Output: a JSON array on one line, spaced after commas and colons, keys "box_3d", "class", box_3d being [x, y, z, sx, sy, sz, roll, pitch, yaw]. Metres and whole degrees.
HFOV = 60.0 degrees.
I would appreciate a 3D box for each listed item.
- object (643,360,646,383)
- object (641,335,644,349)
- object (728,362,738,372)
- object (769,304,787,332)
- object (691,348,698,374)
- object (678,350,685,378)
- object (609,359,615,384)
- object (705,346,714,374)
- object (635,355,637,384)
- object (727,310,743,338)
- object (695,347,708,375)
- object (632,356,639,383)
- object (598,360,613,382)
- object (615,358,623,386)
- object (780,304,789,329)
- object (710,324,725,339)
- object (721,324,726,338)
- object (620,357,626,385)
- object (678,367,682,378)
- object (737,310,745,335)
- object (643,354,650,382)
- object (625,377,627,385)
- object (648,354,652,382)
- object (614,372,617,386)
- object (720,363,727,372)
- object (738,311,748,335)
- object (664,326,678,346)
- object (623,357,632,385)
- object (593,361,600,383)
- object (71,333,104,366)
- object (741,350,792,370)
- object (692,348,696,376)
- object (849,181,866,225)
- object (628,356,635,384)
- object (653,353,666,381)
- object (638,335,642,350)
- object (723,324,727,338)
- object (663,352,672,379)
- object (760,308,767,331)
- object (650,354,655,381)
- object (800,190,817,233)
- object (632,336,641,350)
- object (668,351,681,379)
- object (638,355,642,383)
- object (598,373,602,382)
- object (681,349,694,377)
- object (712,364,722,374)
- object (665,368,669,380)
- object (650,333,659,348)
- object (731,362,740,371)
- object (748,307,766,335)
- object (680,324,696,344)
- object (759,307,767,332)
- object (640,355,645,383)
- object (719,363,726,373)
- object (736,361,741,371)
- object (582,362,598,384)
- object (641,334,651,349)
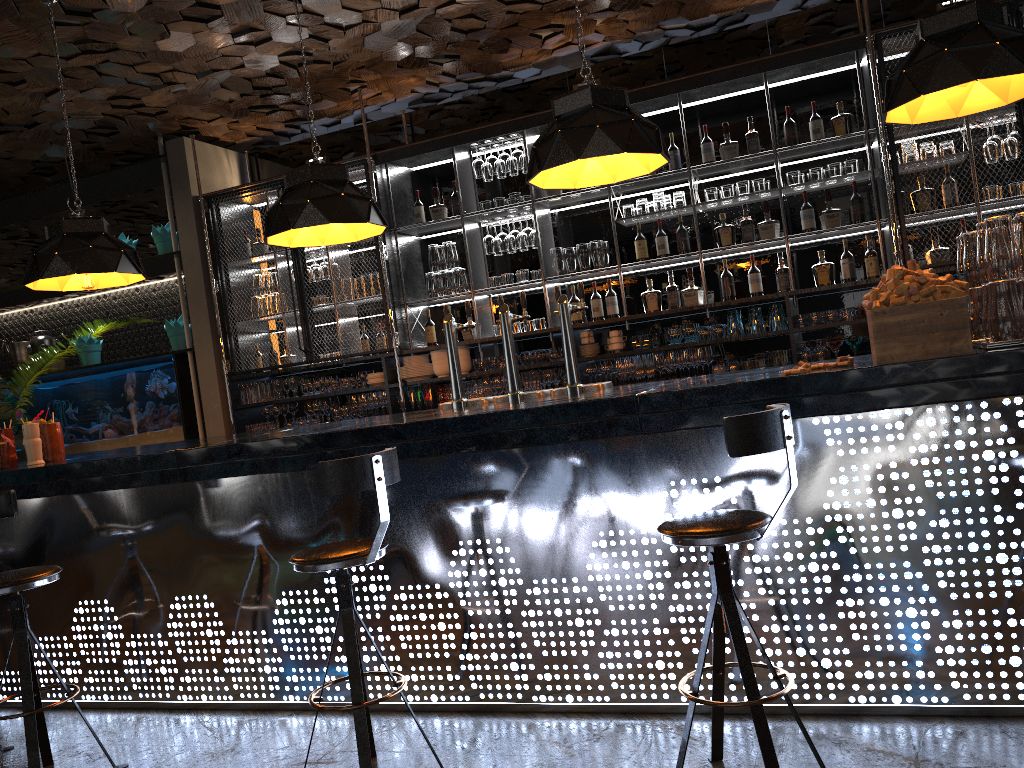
[{"box_3d": [0.939, -0.092, 6.344, 0.049, 0.231, 0.049, -8, 1, 10], "class": "object"}, {"box_3d": [0.934, -0.296, 6.281, 0.058, 0.099, 0.067, -7, 1, 23], "class": "object"}, {"box_3d": [1.477, -0.093, 5.938, 0.067, 0.099, 0.067, -8, 1, -8], "class": "object"}, {"box_3d": [1.724, -0.435, 5.784, 0.115, 0.172, 0.101, -8, 1, -40], "class": "object"}, {"box_3d": [1.281, -0.135, 6.153, 0.091, 0.229, 0.091, -8, 1, 14], "class": "object"}, {"box_3d": [1.193, -0.123, 6.188, 0.091, 0.229, 0.091, -8, 1, -37], "class": "object"}, {"box_3d": [0.712, -0.060, 6.377, 0.108, 0.227, 0.108, -8, 1, -15], "class": "object"}, {"box_3d": [1.380, -0.149, 6.241, 0.091, 0.229, 0.091, -8, 1, 18], "class": "object"}, {"box_3d": [0.886, -0.086, 6.374, 0.058, 0.234, 0.058, -8, 1, -2], "class": "object"}, {"box_3d": [1.469, -0.401, 5.883, 0.101, 0.172, 0.115, -8, 1, -40], "class": "object"}, {"box_3d": [1.294, -0.135, 6.026, 0.091, 0.229, 0.091, -8, 1, -7], "class": "object"}, {"box_3d": [0.870, -0.080, 6.164, 0.049, 0.231, 0.049, -7, 1, 32], "class": "object"}, {"box_3d": [0.669, -0.052, 6.267, 0.108, 0.227, 0.108, -8, 1, -9], "class": "object"}, {"box_3d": [0.754, -0.067, 6.217, 0.058, 0.234, 0.058, -8, 1, -27], "class": "object"}, {"box_3d": [1.771, -0.442, 5.892, 0.115, 0.172, 0.101, -8, 1, 5], "class": "object"}, {"box_3d": [1.377, -0.351, 5.944, 0.098, 0.097, 0.098, -8, 1, -35], "class": "object"}, {"box_3d": [1.412, -0.357, 6.046, 0.098, 0.097, 0.098, -8, 1, -45], "class": "object"}, {"box_3d": [0.786, -0.072, 6.296, 0.058, 0.234, 0.058, -7, 1, 43], "class": "object"}, {"box_3d": [1.196, -0.125, 6.309, 0.091, 0.229, 0.091, -8, 1, -17], "class": "object"}, {"box_3d": [1.506, -0.408, 5.997, 0.115, 0.172, 0.101, -7, 1, 30], "class": "object"}, {"box_3d": [0.940, -0.089, 6.137, 0.049, 0.231, 0.049, -8, 1, 16], "class": "object"}, {"box_3d": [0.811, -0.076, 6.365, 0.058, 0.234, 0.058, -8, 1, -4], "class": "object"}, {"box_3d": [0.964, -0.093, 6.198, 0.049, 0.231, 0.049, -7, 1, 25], "class": "object"}, {"box_3d": [0.755, -0.067, 6.491, 0.108, 0.227, 0.108, -8, 1, -33], "class": "object"}, {"box_3d": [1.463, -0.094, 6.184, 0.067, 0.100, 0.067, -8, 1, 13], "class": "object"}, {"box_3d": [1.555, -0.416, 6.109, 0.115, 0.172, 0.101, -8, 1, 5], "class": "object"}, {"box_3d": [1.096, -0.329, 6.081, 0.100, 0.125, 0.100, -8, 1, -30], "class": "object"}, {"box_3d": [0.811, -0.074, 6.206, 0.058, 0.234, 0.058, -7, 1, 24], "class": "object"}, {"box_3d": [0.607, -0.046, 6.417, 0.108, 0.227, 0.108, -8, 1, 0], "class": "object"}, {"box_3d": [-3.829, -0.303, 8.019, 0.265, 0.325, 0.245, -8, 1, -15], "class": "object"}, {"box_3d": [1.706, -0.143, 5.970, 0.356, 0.134, 0.206, -7, 1, 28], "class": "object"}, {"box_3d": [1.286, -0.137, 6.273, 0.091, 0.229, 0.091, -8, 1, -11], "class": "object"}, {"box_3d": [2.255, -1.179, 5.798, 0.086, 0.299, 0.086, -8, 1, -21], "class": "object"}, {"box_3d": [0.853, -0.081, 6.291, 0.058, 0.234, 0.058, -8, 1, -36], "class": "object"}, {"box_3d": [1.023, -0.099, 6.127, 0.091, 0.229, 0.091, -8, 1, 7], "class": "object"}, {"box_3d": [0.880, -0.288, 6.198, 0.067, 0.099, 0.058, -8, 1, -10], "class": "object"}, {"box_3d": [1.453, -0.364, 6.140, 0.098, 0.097, 0.098, -8, 1, 7], "class": "object"}, {"box_3d": [1.104, -0.112, 6.222, 0.091, 0.229, 0.091, -7, 1, 41], "class": "object"}, {"box_3d": [1.678, -0.432, 6.058, 0.101, 0.172, 0.115, -7, 1, 25], "class": "object"}, {"box_3d": [0.992, -0.098, 6.257, 0.049, 0.231, 0.049, -7, 1, 29], "class": "object"}, {"box_3d": [1.968, -1.141, 5.911, 0.086, 0.298, 0.086, -8, 1, -21], "class": "object"}, {"box_3d": [0.858, -0.284, 6.134, 0.067, 0.099, 0.058, -8, 1, -24], "class": "object"}, {"box_3d": [1.121, -0.112, 6.095, 0.091, 0.229, 0.091, -8, 1, -22], "class": "object"}, {"box_3d": [0.894, -0.084, 6.226, 0.049, 0.231, 0.049, -7, 1, 29], "class": "object"}, {"box_3d": [0.651, -0.053, 6.531, 0.108, 0.227, 0.108, -8, 1, -38], "class": "object"}, {"box_3d": [1.205, -0.123, 6.062, 0.091, 0.229, 0.091, -8, 1, -42], "class": "object"}, {"box_3d": [1.381, -0.081, 5.977, 0.067, 0.100, 0.067, -8, 1, 13], "class": "object"}, {"box_3d": [1.111, -0.114, 6.341, 0.091, 0.229, 0.091, -8, 1, -34], "class": "object"}, {"box_3d": [1.001, -0.305, 6.233, 0.058, 0.099, 0.067, -7, 1, 33], "class": "object"}, {"box_3d": [1.521, -0.100, 6.054, 0.067, 0.099, 0.067, -8, 1, -8], "class": "object"}, {"box_3d": [1.598, -0.418, 5.824, 0.115, 0.172, 0.101, -8, 1, 5], "class": "object"}, {"box_3d": [1.200, -0.343, 6.043, 0.108, 0.126, 0.108, -8, 1, -35], "class": "object"}, {"box_3d": [1.639, -0.425, 5.945, 0.115, 0.172, 0.101, -8, 1, -40], "class": "object"}, {"box_3d": [0.922, -0.089, 6.281, 0.049, 0.231, 0.049, -8, 1, -33], "class": "object"}, {"box_3d": [1.433, -0.089, 6.077, 0.067, 0.100, 0.067, -8, 1, 13], "class": "object"}, {"box_3d": [1.552, -0.105, 6.146, 0.067, 0.099, 0.067, -8, 1, -8], "class": "object"}, {"box_3d": [0.561, -0.038, 6.307, 0.108, 0.227, 0.108, -8, 1, 12], "class": "object"}, {"box_3d": [0.928, -0.294, 6.149, 0.058, 0.099, 0.067, -8, 1, -34], "class": "object"}]
